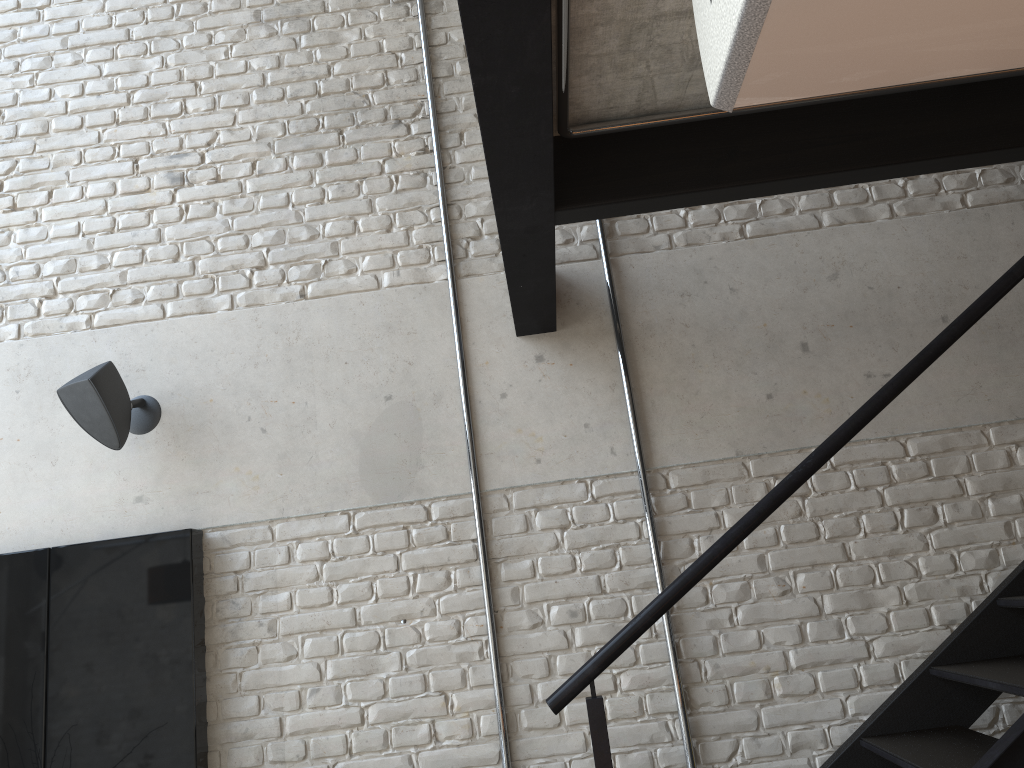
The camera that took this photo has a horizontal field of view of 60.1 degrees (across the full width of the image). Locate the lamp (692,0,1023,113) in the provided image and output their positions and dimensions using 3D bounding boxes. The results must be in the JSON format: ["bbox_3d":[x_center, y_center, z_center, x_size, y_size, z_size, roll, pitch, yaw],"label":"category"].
[{"bbox_3d":[0.598,-0.675,0.585,1.088,0.906,0.123,-8,-16,1],"label":"lamp"}]

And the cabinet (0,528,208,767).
[{"bbox_3d":[-2.515,1.471,2.506,3.105,1.753,0.721,-8,-16,1],"label":"cabinet"}]

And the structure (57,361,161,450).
[{"bbox_3d":[-1.368,0.079,3.034,0.177,0.311,0.353,-13,-16,19],"label":"structure"}]

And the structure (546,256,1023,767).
[{"bbox_3d":[1.637,-0.404,0.545,3.786,3.398,4.706,-8,-14,1],"label":"structure"}]
